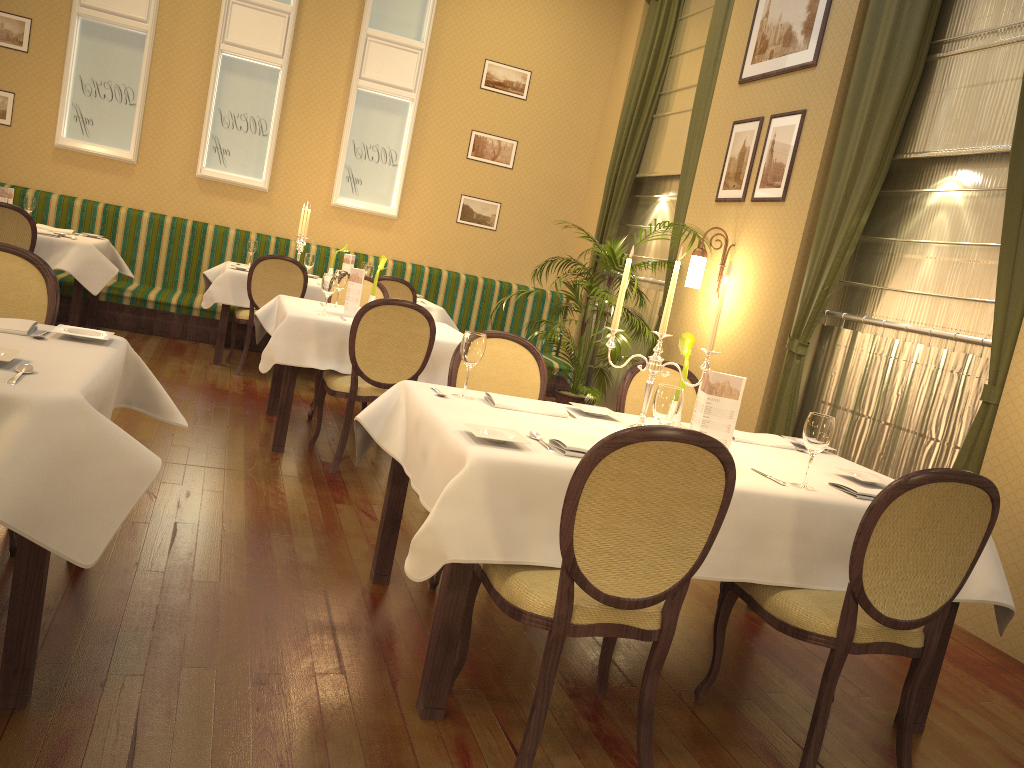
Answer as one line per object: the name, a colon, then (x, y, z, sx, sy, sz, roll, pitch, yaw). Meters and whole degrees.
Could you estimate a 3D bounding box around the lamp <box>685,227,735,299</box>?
lamp: (1.453, -0.898, 6.522, 0.323, 0.513, 0.114, 7, 9, -29)

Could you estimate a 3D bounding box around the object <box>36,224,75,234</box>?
object: (-3.671, -1.244, 7.128, 0.273, 0.033, 0.142, 9, 8, -19)

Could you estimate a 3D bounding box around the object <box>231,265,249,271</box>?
object: (-2.137, -0.909, 6.996, 0.160, 0.024, 0.160, 9, 8, -19)

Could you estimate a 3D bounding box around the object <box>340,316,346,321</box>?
object: (-0.933, -0.366, 4.897, 0.017, 0.010, 0.185, 9, 8, -19)

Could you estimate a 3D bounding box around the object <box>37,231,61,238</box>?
object: (-3.460, -1.108, 6.487, 0.273, 0.024, 0.142, 9, 8, -19)

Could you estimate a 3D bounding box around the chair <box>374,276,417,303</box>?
chair: (-1.088, -0.414, 7.137, 0.530, 0.955, 0.571, 9, 8, -19)

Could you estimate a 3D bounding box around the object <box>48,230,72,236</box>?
object: (-3.416, -1.130, 6.697, 0.160, 0.024, 0.160, 9, 8, -19)

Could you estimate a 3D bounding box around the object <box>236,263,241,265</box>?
object: (-2.344, -1.031, 7.604, 0.038, 0.015, 0.181, 9, 8, -17)

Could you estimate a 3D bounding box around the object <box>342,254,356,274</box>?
object: (-1.403, -0.960, 7.518, 0.081, 0.277, 0.166, 11, 8, -2)

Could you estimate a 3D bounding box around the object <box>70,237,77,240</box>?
object: (-3.272, -1.084, 6.607, 0.038, 0.015, 0.181, 9, 8, -17)

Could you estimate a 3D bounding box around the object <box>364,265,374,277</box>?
object: (-1.183, -0.855, 7.247, 0.088, 0.229, 0.088, 16, 9, 29)

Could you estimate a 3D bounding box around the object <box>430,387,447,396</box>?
object: (-0.253, 0.025, 3.066, 0.038, 0.015, 0.181, 9, 8, -17)

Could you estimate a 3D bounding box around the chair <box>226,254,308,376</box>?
chair: (-1.886, -0.544, 6.899, 0.530, 0.955, 0.571, 9, 8, -19)

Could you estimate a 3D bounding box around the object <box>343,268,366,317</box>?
object: (-0.913, -0.529, 5.128, 0.081, 0.277, 0.166, 10, 8, -12)

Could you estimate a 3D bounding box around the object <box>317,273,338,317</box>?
object: (-1.008, -0.487, 4.847, 0.088, 0.229, 0.088, 16, 9, 29)

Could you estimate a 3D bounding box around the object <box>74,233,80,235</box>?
object: (-3.512, -1.210, 7.168, 0.038, 0.015, 0.181, 9, 8, -17)

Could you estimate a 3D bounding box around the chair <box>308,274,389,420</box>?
chair: (-1.047, -0.241, 5.952, 0.530, 0.955, 0.571, 9, 8, -19)

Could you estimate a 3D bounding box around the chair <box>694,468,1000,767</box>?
chair: (0.994, 0.636, 2.631, 0.530, 0.955, 0.571, 9, 8, -19)

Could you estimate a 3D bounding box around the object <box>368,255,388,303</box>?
object: (-0.815, -0.588, 5.323, 0.076, 0.375, 0.163, 12, 8, 3)

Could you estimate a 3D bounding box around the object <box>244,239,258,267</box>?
object: (-2.239, -1.122, 7.612, 0.088, 0.229, 0.088, 16, 9, 29)

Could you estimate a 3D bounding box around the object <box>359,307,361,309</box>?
object: (-0.894, -0.458, 5.553, 0.273, 0.033, 0.142, 9, 8, -19)

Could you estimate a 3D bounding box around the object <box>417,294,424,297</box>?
object: (-0.901, -0.809, 8.104, 0.160, 0.024, 0.160, 9, 8, -19)

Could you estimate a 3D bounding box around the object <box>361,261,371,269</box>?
object: (-1.319, -0.976, 7.921, 0.088, 0.229, 0.088, 16, 9, 29)

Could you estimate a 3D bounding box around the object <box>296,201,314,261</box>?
object: (-1.765, -1.216, 7.437, 0.131, 0.655, 0.390, 10, 8, -13)

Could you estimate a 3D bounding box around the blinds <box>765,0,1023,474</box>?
blinds: (2.301, -1.250, 4.854, 0.129, 4.537, 1.878, 9, 8, -19)

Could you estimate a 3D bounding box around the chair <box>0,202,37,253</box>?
chair: (-3.624, -0.818, 6.306, 0.530, 0.955, 0.571, 9, 8, -19)

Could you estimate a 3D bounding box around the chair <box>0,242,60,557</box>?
chair: (-1.821, 0.014, 2.960, 0.530, 0.955, 0.571, 9, 8, -19)

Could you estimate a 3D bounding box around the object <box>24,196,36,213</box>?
object: (-3.846, -1.375, 7.060, 0.088, 0.229, 0.088, 15, 8, 23)

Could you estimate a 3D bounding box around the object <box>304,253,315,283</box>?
object: (-1.645, -0.937, 7.161, 0.088, 0.229, 0.088, 16, 9, 29)

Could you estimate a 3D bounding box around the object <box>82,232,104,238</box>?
object: (-3.428, -1.208, 7.243, 0.160, 0.024, 0.160, 9, 8, -19)

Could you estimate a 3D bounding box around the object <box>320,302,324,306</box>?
object: (-1.168, -0.492, 5.465, 0.017, 0.010, 0.185, 9, 8, -17)

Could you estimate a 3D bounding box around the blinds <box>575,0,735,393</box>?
blinds: (1.294, -1.912, 8.148, 0.225, 4.537, 1.934, 9, 8, -19)

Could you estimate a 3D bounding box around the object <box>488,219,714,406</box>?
object: (0.690, -0.478, 7.122, 1.552, 1.807, 1.496, 6, 10, -38)

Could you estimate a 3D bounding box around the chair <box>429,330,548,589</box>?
chair: (-0.041, 0.295, 3.566, 0.530, 0.955, 0.571, 9, 8, -19)

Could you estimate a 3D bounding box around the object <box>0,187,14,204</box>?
object: (-3.831, -1.341, 6.678, 0.081, 0.277, 0.166, 17, 9, 32)

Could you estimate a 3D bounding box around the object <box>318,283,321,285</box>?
object: (-1.567, -0.814, 7.201, 0.017, 0.010, 0.185, 9, 8, -19)

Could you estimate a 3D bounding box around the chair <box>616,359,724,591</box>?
chair: (0.682, 0.409, 3.812, 0.530, 0.955, 0.571, 9, 8, -19)

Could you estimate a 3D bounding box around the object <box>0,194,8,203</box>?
object: (-3.728, -1.268, 6.461, 0.088, 0.229, 0.088, 16, 9, 29)

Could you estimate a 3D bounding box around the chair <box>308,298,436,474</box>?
chair: (-0.735, -0.014, 4.771, 0.530, 0.955, 0.571, 9, 8, -19)

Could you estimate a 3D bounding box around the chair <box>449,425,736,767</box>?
chair: (0.205, 0.512, 2.362, 0.530, 0.955, 0.571, 9, 8, -19)

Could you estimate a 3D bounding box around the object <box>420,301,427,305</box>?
object: (-0.745, -0.685, 7.468, 0.038, 0.015, 0.181, 9, 8, -17)

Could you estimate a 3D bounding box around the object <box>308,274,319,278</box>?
object: (-1.784, -0.951, 7.822, 0.160, 0.024, 0.160, 9, 8, -19)

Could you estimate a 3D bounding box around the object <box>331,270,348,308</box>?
object: (-1.070, -0.588, 5.485, 0.088, 0.229, 0.088, 16, 9, 29)

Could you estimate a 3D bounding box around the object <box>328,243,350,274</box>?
object: (-1.495, -1.043, 7.600, 0.163, 0.375, 0.076, 7, 9, -32)
